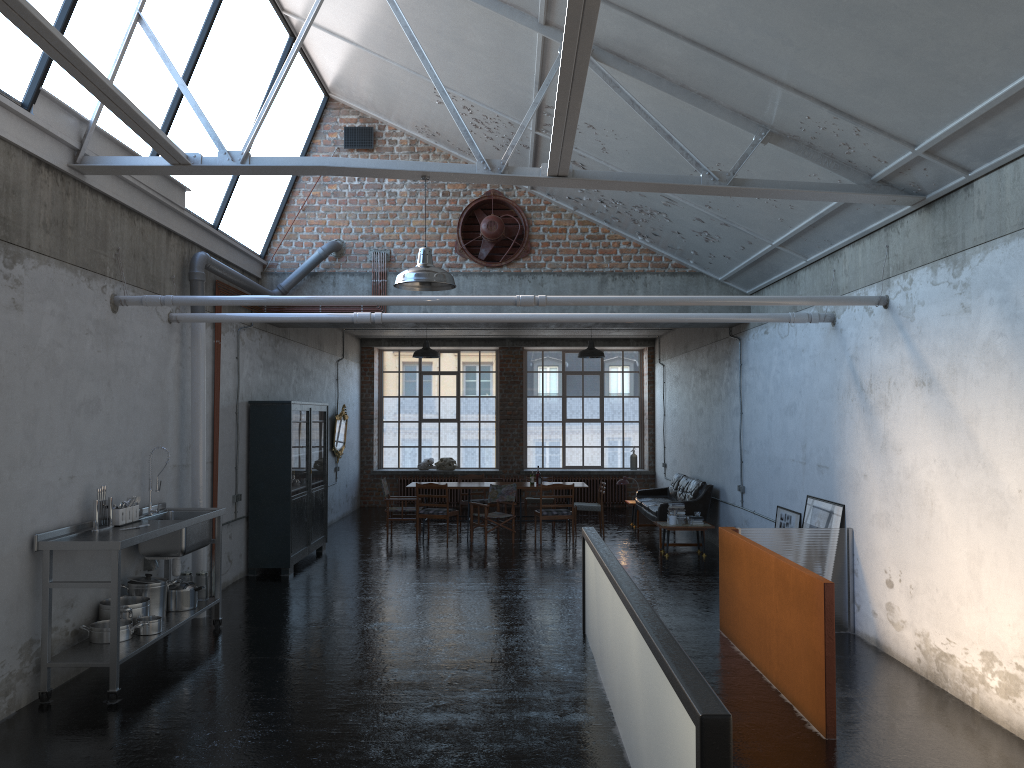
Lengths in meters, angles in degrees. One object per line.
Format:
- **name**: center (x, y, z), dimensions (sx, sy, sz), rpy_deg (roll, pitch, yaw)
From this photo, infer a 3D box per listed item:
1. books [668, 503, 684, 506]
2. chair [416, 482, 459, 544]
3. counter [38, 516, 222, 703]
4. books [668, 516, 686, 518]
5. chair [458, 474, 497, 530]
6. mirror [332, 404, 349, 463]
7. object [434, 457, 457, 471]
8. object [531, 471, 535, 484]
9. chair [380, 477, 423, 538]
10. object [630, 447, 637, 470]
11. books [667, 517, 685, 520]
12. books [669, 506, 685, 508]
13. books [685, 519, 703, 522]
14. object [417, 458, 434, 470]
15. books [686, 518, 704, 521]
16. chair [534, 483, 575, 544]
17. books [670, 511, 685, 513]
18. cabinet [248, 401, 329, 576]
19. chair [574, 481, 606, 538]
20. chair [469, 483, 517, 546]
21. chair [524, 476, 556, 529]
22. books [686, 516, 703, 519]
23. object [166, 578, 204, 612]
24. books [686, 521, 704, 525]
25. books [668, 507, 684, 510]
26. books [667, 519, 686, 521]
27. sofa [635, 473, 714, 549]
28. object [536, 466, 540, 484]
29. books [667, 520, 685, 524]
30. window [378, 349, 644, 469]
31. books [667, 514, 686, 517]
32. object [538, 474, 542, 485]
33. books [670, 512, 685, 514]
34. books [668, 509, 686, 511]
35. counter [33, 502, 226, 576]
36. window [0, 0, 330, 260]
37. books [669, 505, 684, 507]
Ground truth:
- **books**: center (3.530, 2.581, 19.051), dimensions (0.281, 0.033, 0.222), rpy_deg (0, -2, -10)
- **chair**: center (-1.749, 3.017, 20.815), dimensions (0.801, 1.438, 0.712), rpy_deg (-1, -2, 20)
- **counter**: center (-4.435, 2.516, 10.717), dimensions (0.824, 1.624, 3.322), rpy_deg (0, -2, 0)
- **books**: center (3.533, 2.854, 19.032), dimensions (0.357, 0.020, 0.269), rpy_deg (0, -2, 3)
- **chair**: center (-0.884, 3.107, 23.292), dimensions (0.801, 1.438, 0.712), rpy_deg (1, -3, -35)
- **mirror**: center (-4.771, 1.391, 24.790), dimensions (0.241, 1.655, 1.874), rpy_deg (0, -2, 0)
- **object**: center (-2.203, 2.616, 29.069), dimensions (0.585, 0.427, 0.875), rpy_deg (1, -2, -26)
- **object**: center (0.505, 2.301, 21.821), dimensions (0.098, 0.330, 0.057), rpy_deg (0, -2, 0)
- **chair**: center (-2.711, 3.034, 21.800), dimensions (0.998, 1.443, 0.803), rpy_deg (0, -2, 0)
- **object**: center (4.010, 2.448, 29.218), dimensions (0.240, 0.772, 0.240), rpy_deg (-2, -3, 44)
- **books**: center (3.519, 2.879, 19.010), dimensions (0.349, 0.033, 0.245), rpy_deg (0, -2, 1)
- **books**: center (3.539, 2.642, 19.050), dimensions (0.293, 0.032, 0.234), rpy_deg (0, -2, -6)
- **books**: center (3.888, 2.921, 18.954), dimensions (0.233, 0.033, 0.318), rpy_deg (1, -2, -21)
- **object**: center (-2.831, 2.636, 29.157), dimensions (0.393, 0.393, 0.805), rpy_deg (-1, -2, 26)
- **books**: center (3.906, 2.888, 18.958), dimensions (0.340, 0.033, 0.245), rpy_deg (0, -2, -4)
- **chair**: center (0.983, 3.011, 20.651), dimensions (0.801, 1.438, 0.712), rpy_deg (0, -2, -10)
- **books**: center (3.538, 2.730, 19.032), dimensions (0.287, 0.031, 0.217), rpy_deg (0, -2, -5)
- **cabinet**: center (-4.464, 1.976, 17.963), dimensions (0.801, 3.215, 3.339), rpy_deg (0, -2, 0)
- **chair**: center (1.906, 3.077, 21.811), dimensions (0.808, 1.359, 0.825), rpy_deg (0, -2, 0)
- **chair**: center (-0.422, 2.985, 20.466), dimensions (0.803, 1.443, 0.998), rpy_deg (1, -2, -30)
- **chair**: center (0.733, 3.139, 23.516), dimensions (0.825, 1.359, 0.808), rpy_deg (0, -2, 0)
- **books**: center (3.893, 2.850, 18.950), dimensions (0.315, 0.041, 0.251), rpy_deg (0, -2, -8)
- **object**: center (-4.403, 2.764, 11.699), dimensions (0.553, 0.389, 0.513), rpy_deg (-2, -3, 42)
- **books**: center (3.900, 2.961, 18.945), dimensions (0.251, 0.047, 0.340), rpy_deg (1, -2, -17)
- **books**: center (3.519, 2.672, 19.035), dimensions (0.324, 0.032, 0.227), rpy_deg (-1, -2, 16)
- **books**: center (3.519, 2.912, 19.008), dimensions (0.349, 0.033, 0.245), rpy_deg (0, -2, -4)
- **sofa**: center (3.828, 2.961, 21.347), dimensions (1.301, 1.463, 3.653), rpy_deg (0, -2, 0)
- **object**: center (0.647, 2.244, 21.879), dimensions (0.105, 0.453, 0.105), rpy_deg (-1, -2, 25)
- **books**: center (3.516, 2.957, 19.008), dimensions (0.347, 0.060, 0.269), rpy_deg (0, -2, 0)
- **window**: center (5.927, 3.157, 30.166), dimensions (27.803, 18.056, 1.046), rpy_deg (0, -2, 0)
- **books**: center (3.531, 2.824, 19.035), dimensions (0.343, 0.039, 0.271), rpy_deg (0, -2, -5)
- **object**: center (0.688, 2.339, 21.698), dimensions (0.071, 0.252, 0.136), rpy_deg (1, -2, -28)
- **books**: center (3.541, 2.761, 19.039), dimensions (0.313, 0.030, 0.222), rpy_deg (0, -2, 0)
- **books**: center (3.531, 2.702, 19.034), dimensions (0.341, 0.026, 0.244), rpy_deg (0, -2, 0)
- **counter**: center (-4.447, 2.049, 10.733), dimensions (0.875, 0.902, 3.408), rpy_deg (0, -2, 0)
- **window**: center (-4.267, -4.249, 11.769), dimensions (1.391, 3.365, 11.265), rpy_deg (0, -2, 0)
- **books**: center (3.538, 2.611, 19.037), dimensions (0.287, 0.029, 0.217), rpy_deg (0, -2, 0)
